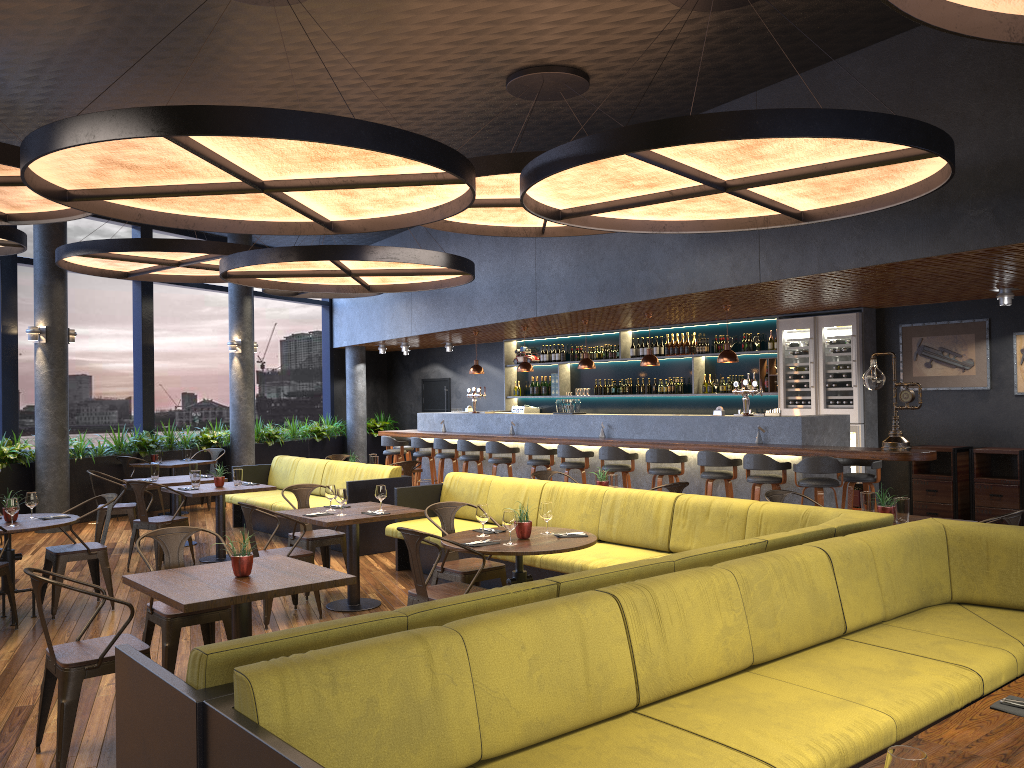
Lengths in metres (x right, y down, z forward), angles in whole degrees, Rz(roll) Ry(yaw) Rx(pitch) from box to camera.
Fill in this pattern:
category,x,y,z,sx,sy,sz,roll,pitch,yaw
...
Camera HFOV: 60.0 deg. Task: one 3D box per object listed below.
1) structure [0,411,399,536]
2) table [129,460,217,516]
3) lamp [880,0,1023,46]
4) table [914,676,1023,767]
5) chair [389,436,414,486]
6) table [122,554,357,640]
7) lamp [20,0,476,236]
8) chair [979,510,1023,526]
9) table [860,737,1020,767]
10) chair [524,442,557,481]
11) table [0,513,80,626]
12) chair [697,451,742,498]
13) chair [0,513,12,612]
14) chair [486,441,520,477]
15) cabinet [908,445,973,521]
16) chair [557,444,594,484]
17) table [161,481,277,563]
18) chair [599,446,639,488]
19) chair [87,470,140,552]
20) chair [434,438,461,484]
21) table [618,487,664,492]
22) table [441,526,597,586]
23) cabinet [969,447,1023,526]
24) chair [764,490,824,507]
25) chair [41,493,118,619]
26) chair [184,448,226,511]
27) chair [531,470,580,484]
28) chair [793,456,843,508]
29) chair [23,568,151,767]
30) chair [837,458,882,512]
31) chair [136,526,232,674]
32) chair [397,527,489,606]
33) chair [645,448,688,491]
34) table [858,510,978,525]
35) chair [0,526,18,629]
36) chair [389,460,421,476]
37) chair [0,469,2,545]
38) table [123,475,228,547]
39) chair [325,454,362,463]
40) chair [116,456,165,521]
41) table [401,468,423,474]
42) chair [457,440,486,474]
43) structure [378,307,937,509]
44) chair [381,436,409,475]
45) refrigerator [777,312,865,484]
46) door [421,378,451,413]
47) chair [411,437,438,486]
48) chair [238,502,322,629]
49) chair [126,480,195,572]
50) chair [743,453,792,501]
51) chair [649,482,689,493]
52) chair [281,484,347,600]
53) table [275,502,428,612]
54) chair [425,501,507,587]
category,x,y,z,sx,sy,sz,roll,pitch,yaw
structure,-5.922,1.229,12.718,0.808,1.413,17.112,-1,-1,25
table,-5.047,1.545,13.163,0.887,0.763,0.906,-1,-1,24
lamp,2.262,-2.064,2.078,2.778,1.475,2.778,0,-1,-40
table,1.704,1.308,2.304,0.906,0.763,0.887,0,-1,-40
chair,-1.910,1.382,15.599,0.483,1.048,0.438,-1,-1,-11
table,-1.428,1.385,4.635,0.887,0.763,0.906,0,-1,-40
lamp,-1.639,-1.958,5.808,2.778,1.475,2.778,-1,-1,9
chair,2.998,1.250,5.709,0.504,0.917,0.541,0,-1,-40
table,1.015,1.311,1.720,0.906,0.763,0.887,0,-1,-40
chair,0.408,1.301,11.927,0.483,1.048,0.438,-1,-1,21
table,-3.904,1.451,6.870,1.007,0.760,1.007,-1,-1,38
chair,2.281,1.245,9.711,0.483,1.048,0.438,-1,-1,21
chair,-4.377,1.383,7.122,0.541,0.917,0.504,-1,-1,32
chair,-0.142,1.315,12.403,0.438,1.048,0.483,-1,-1,-20
cabinet,4.979,1.232,10.311,0.473,1.007,0.553,0,-1,-40
chair,0.806,1.288,11.368,0.438,1.048,0.483,-1,-1,-11
table,-3.097,1.469,9.368,0.887,0.763,0.906,0,-1,-40
chair,1.308,1.273,10.830,0.483,1.048,0.438,-1,-1,10
chair,-4.494,1.419,10.005,0.541,0.917,0.504,-1,-1,-21
chair,-0.959,1.342,13.560,0.483,1.048,0.438,-1,-1,21
table,0.860,1.393,8.250,0.887,0.763,0.906,0,-1,-40
table,0.051,1.375,5.731,1.007,0.760,1.007,-1,-1,-2
cabinet,5.426,1.218,9.778,0.473,1.007,0.553,0,-1,-40
chair,2.197,1.274,6.664,0.504,0.917,0.541,0,-1,-40
chair,-3.503,1.370,7.214,0.541,0.917,0.504,0,-1,-40
chair,-4.737,1.469,13.756,0.504,0.917,0.541,-1,-1,15
chair,0.476,1.326,8.740,0.504,0.917,0.541,0,-1,-40
chair,3.016,1.221,8.747,0.483,1.048,0.438,-2,-1,42
chair,-2.010,1.310,4.222,0.541,0.917,0.504,0,-1,-40
chair,3.567,1.218,9.160,0.483,1.048,0.438,-1,-1,21
chair,-1.893,1.320,5.166,0.504,0.917,0.541,0,-1,-40
chair,-0.406,1.299,5.345,0.541,0.917,0.504,0,-1,-40
chair,1.778,1.260,10.303,0.438,1.048,0.483,-1,-1,-26
table,2.594,1.341,6.181,0.887,0.763,0.906,0,-1,-40
chair,-3.901,1.366,6.345,0.504,0.917,0.541,-1,-1,-1
chair,-1.382,1.380,10.814,0.504,0.917,0.541,0,-1,-40
chair,-6.306,1.452,10.388,0.504,0.917,0.541,-1,-1,14
table,-3.930,1.494,10.360,0.906,0.763,0.887,0,-1,-40
chair,-2.193,1.405,11.783,0.504,0.917,0.541,0,-1,-40
chair,-5.281,1.462,12.543,0.504,0.917,0.541,-1,-1,25
table,-1.761,1.472,11.328,0.906,0.763,0.887,0,-1,-40
chair,-0.578,1.329,12.987,0.438,1.048,0.483,-1,-1,-11
structure,1.732,0.462,12.452,2.700,2.700,9.298,0,-1,-40
chair,-1.914,1.370,14.611,0.483,1.048,0.438,-1,-1,21
refrigerator,4.046,0.181,11.472,0.454,2.109,1.159,0,-1,-40
door,-1.561,0.909,18.496,0.137,2.056,1.012,0,-1,-40
chair,-1.351,1.354,14.009,0.483,1.048,0.438,-1,-1,21
chair,-1.799,1.338,6.766,0.541,0.917,0.504,0,-1,-40
chair,-3.511,1.389,8.796,0.504,0.917,0.541,-1,-1,27
chair,2.630,1.233,9.192,0.438,1.048,0.483,-1,-1,-11
chair,1.275,1.302,7.786,0.504,0.917,0.541,0,-1,-40
chair,-1.720,1.348,7.744,0.504,0.917,0.541,0,-1,-40
table,-1.307,1.415,7.210,0.906,0.763,0.887,0,-1,-40
chair,-0.322,1.308,6.224,0.504,0.917,0.541,0,-1,-40
